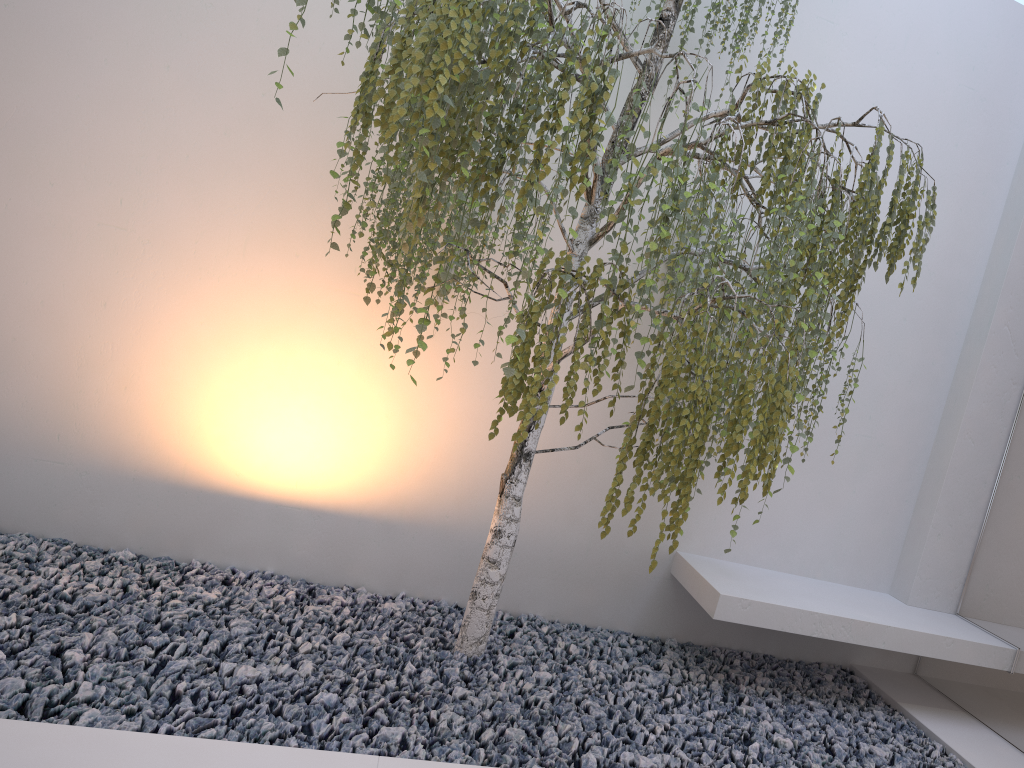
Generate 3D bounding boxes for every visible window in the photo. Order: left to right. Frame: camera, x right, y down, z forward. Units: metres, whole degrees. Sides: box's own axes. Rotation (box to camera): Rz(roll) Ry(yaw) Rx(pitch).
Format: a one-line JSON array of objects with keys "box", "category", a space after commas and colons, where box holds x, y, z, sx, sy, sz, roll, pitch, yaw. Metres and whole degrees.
[{"box": [2.652, 0.054, 3.065, 0.053, 3.254, 2.653, 15, 2, -5], "category": "window"}]

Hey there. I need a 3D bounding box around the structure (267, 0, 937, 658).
[{"box": [0.425, -0.897, 2.773, 2.653, 3.990, 1.609, 14, 2, -19], "category": "structure"}]
